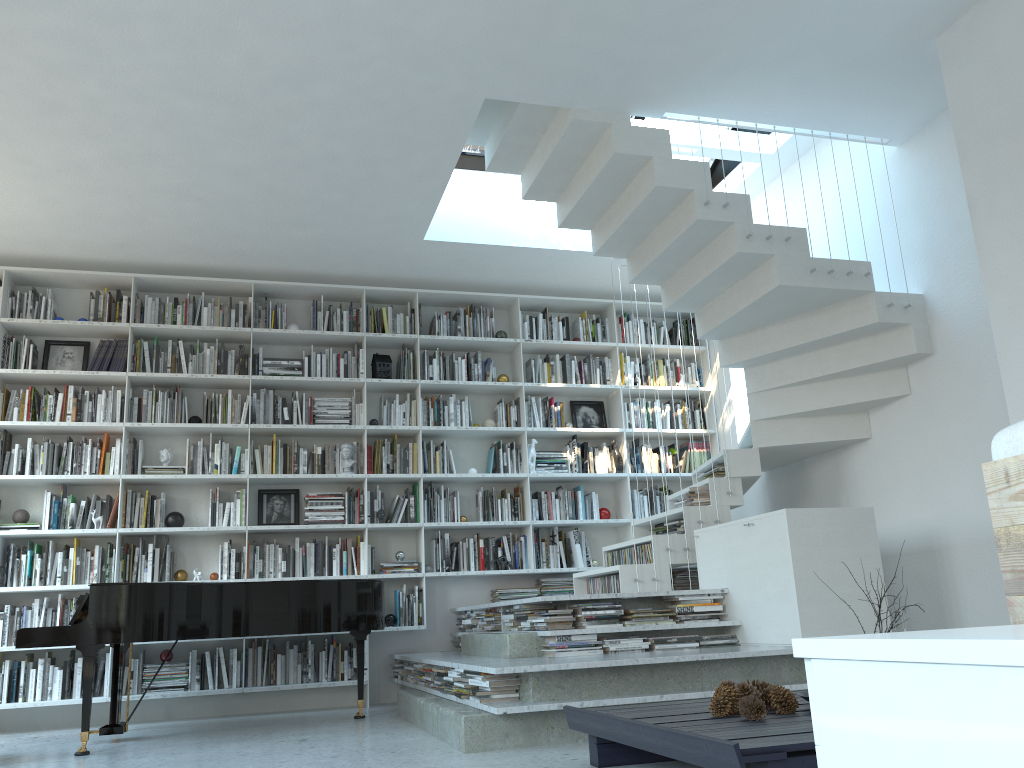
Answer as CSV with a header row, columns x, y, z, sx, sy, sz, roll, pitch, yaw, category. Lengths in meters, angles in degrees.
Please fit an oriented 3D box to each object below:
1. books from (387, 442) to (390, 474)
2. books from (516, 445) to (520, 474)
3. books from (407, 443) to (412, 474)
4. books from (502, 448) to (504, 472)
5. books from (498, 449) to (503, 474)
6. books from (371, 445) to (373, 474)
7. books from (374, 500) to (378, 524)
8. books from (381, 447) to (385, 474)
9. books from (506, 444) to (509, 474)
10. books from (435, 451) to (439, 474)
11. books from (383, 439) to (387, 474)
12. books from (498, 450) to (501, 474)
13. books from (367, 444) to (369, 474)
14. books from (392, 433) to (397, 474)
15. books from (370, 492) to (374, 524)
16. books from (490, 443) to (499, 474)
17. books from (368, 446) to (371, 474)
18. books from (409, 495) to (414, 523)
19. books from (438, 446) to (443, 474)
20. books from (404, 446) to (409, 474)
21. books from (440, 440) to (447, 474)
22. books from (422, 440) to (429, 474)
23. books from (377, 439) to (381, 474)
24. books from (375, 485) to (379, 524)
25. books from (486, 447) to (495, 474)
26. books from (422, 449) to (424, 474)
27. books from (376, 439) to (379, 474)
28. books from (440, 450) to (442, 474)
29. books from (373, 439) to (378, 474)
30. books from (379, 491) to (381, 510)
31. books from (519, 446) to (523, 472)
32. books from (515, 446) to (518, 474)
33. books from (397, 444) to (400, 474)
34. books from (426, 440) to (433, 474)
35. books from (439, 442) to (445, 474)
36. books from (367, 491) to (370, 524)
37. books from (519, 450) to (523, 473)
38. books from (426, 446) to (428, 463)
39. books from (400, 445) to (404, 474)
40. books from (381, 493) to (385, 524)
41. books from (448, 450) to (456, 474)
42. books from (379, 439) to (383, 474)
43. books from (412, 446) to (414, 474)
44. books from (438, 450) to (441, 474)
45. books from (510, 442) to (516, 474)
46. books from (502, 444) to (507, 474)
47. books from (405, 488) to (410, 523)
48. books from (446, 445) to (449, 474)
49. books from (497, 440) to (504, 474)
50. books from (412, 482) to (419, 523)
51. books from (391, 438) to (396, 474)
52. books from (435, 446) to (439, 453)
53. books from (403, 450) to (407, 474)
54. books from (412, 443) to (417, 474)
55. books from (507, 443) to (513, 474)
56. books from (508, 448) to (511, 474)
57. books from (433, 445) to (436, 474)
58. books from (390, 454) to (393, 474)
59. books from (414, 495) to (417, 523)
x,y,z,sx,sy,sz,roll,pitch,yaw,category
-0.970,0.597,6.861,0.035,0.277,0.139,1,-15,-16,books
0.033,0.627,7.117,0.011,0.252,0.169,1,-15,-16,books
-0.799,0.603,6.892,0.032,0.265,0.143,1,-15,-16,books
-0.089,0.641,7.103,0.007,0.229,0.147,1,-15,-16,books
-0.106,0.642,7.079,0.013,0.218,0.188,1,-15,-16,books
-1.090,0.610,6.828,0.013,0.246,0.177,1,-15,-16,books
-1.037,0.982,6.703,0.027,0.191,0.183,1,-15,-16,books
-0.999,0.613,6.827,0.015,0.231,0.180,1,-15,-16,books
-0.058,0.624,7.101,0.015,0.258,0.152,1,-15,-16,books
-0.597,0.637,6.915,0.017,0.191,0.192,1,-15,-16,books
-0.983,0.583,6.836,0.019,0.293,0.164,1,-15,-16,books
-0.115,0.646,7.075,0.006,0.209,0.188,1,-15,-16,books
-1.118,0.603,6.810,0.015,0.254,0.151,1,-15,-16,books
-0.911,0.565,6.868,0.021,0.336,0.169,1,-15,-16,books
-1.071,0.958,6.722,0.028,0.252,0.143,1,-15,-16,books
-0.139,0.621,7.082,0.021,0.263,0.174,1,-15,-16,books
-1.101,0.608,6.812,0.014,0.243,0.145,1,-15,-16,books
-0.777,0.974,6.782,0.029,0.222,0.171,1,-15,-16,books
-0.563,0.622,6.962,0.017,0.242,0.133,1,-15,-16,books
-0.823,0.617,6.887,0.028,0.239,0.146,1,-15,-16,books
-0.538,0.600,6.972,0.013,0.286,0.159,1,-15,-16,books
-0.689,0.593,6.919,0.035,0.287,0.192,1,-15,-16,books
-1.030,0.582,6.820,0.035,0.292,0.145,1,-15,-16,books
-1.025,0.932,6.737,0.013,0.306,0.141,1,-15,-16,books
-0.176,0.634,7.075,0.056,0.240,0.154,1,-15,-16,books
-0.710,0.628,6.914,0.015,0.219,0.155,1,-15,-16,books
-1.046,0.585,6.830,0.035,0.292,0.145,1,-15,-16,books
-0.571,0.633,6.944,0.007,0.211,0.158,1,-15,-16,books
-1.055,0.582,6.817,0.035,0.292,0.145,1,-15,-16,books
-1.014,0.954,6.744,0.012,0.265,0.158,1,-15,-16,books
0.064,0.633,7.131,0.010,0.245,0.159,1,-15,-16,books
0.017,0.635,7.129,0.013,0.244,0.159,1,-15,-16,books
-0.893,0.608,6.865,0.033,0.252,0.175,1,-15,-16,books
-0.641,0.594,6.916,0.013,0.278,0.192,1,-15,-16,books
-0.551,0.606,6.961,0.006,0.269,0.179,1,-15,-16,books
-1.097,0.953,6.720,0.024,0.262,0.154,1,-15,-16,books
0.047,0.651,7.131,0.023,0.211,0.165,1,-15,-16,books
-0.672,0.620,6.938,0.007,0.243,0.146,1,-15,-16,books
-0.863,0.607,6.848,0.027,0.241,0.189,1,-15,-16,books
-0.991,0.963,6.749,0.035,0.247,0.141,1,-15,-16,books
-0.481,0.634,6.959,0.051,0.209,0.177,1,-15,-16,books
-1.022,0.586,6.837,0.035,0.292,0.145,1,-15,-16,books
-0.784,0.616,6.909,0.019,0.247,0.149,1,-15,-16,books
-0.583,0.636,6.948,0.014,0.208,0.157,1,-15,-16,books
-0.002,0.615,7.105,0.012,0.273,0.184,1,-15,-16,books
-0.074,0.622,7.096,0.018,0.262,0.165,1,-15,-16,books
-0.804,0.949,6.803,0.013,0.285,0.139,1,-15,-16,books
-0.518,0.619,6.982,0.007,0.253,0.161,1,-15,-16,books
-0.100,0.609,7.107,0.013,0.294,0.154,1,-15,-16,books
-0.741,0.928,6.814,0.014,0.324,0.183,1,-15,-16,books
-0.917,0.581,6.841,0.019,0.292,0.182,1,-15,-16,books
-0.594,0.620,6.949,0.008,0.242,0.169,1,-15,-16,books
-0.841,0.628,6.857,0.034,0.204,0.182,1,-15,-16,books
-0.766,0.606,6.914,0.033,0.268,0.142,1,-15,-16,books
-0.030,0.620,7.119,0.032,0.274,0.155,1,-15,-16,books
-0.042,0.639,7.094,0.012,0.224,0.178,1,-15,-16,books
-0.622,0.614,6.948,0.013,0.255,0.145,1,-15,-16,books
-0.944,0.646,6.859,0.030,0.180,0.132,1,-15,-16,books
-0.756,0.976,6.800,0.021,0.226,0.148,1,-15,-16,books
